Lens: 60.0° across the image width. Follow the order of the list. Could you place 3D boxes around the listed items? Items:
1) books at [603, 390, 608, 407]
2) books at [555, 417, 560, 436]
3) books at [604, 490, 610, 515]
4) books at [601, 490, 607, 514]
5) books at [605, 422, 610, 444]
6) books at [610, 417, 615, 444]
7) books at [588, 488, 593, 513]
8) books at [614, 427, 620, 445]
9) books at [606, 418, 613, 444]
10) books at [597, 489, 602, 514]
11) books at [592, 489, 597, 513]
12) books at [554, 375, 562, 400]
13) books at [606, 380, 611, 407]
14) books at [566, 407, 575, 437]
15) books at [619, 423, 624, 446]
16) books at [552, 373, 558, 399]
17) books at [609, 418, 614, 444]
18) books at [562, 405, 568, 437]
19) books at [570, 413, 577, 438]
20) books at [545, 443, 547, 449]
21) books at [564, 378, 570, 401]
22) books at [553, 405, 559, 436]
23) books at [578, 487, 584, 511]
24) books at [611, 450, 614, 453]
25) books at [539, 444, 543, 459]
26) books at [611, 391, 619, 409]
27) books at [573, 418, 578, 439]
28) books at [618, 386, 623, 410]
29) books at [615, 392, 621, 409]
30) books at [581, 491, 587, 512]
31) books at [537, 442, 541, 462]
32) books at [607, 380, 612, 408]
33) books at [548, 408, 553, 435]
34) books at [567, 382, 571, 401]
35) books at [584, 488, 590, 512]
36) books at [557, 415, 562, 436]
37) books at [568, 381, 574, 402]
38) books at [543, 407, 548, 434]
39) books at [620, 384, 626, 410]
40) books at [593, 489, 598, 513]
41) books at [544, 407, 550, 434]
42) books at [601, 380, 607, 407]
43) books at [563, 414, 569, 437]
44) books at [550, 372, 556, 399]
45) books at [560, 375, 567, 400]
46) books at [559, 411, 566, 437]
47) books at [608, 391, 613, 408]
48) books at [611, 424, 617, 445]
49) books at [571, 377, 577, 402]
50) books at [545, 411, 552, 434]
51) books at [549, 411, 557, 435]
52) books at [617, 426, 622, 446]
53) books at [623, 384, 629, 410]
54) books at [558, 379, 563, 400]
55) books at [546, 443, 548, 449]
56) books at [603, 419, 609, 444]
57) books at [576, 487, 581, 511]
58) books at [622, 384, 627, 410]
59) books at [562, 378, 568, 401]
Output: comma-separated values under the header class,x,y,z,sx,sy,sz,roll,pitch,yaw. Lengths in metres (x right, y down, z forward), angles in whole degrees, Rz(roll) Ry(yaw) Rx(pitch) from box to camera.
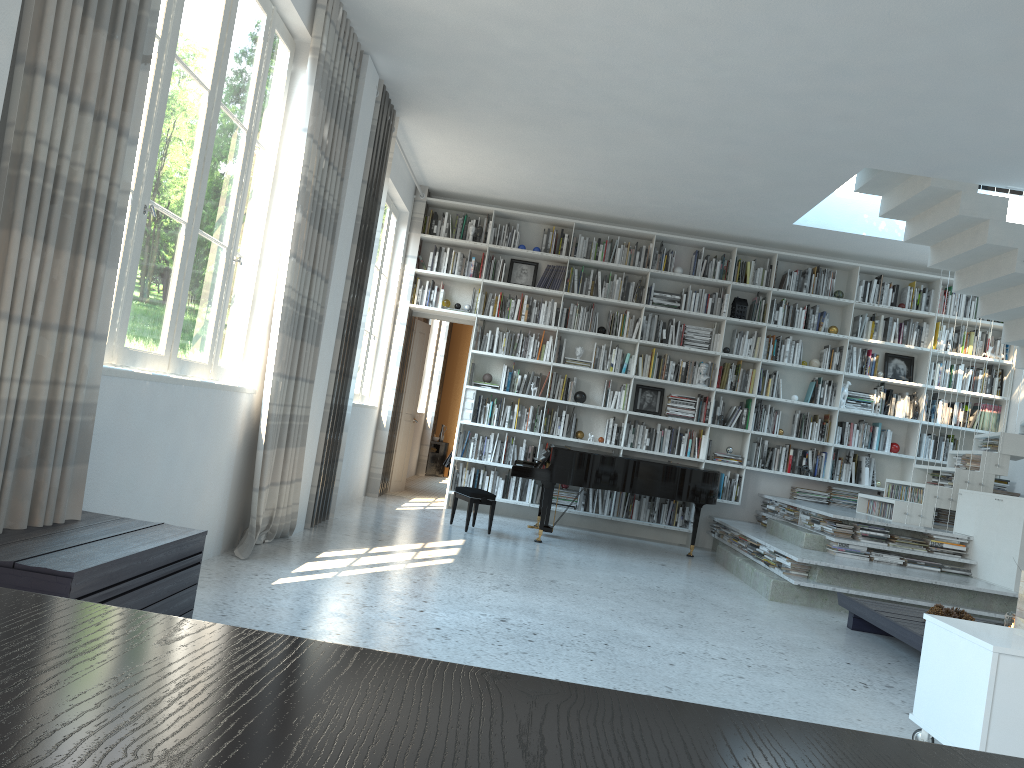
class,x,y,z,sx,sy,sz,roll,pitch,yaw
books,0.968,0.156,9.232,0.025,0.186,0.154,9,-2,2
books,0.470,0.442,9.234,0.024,0.196,0.157,9,-2,2
books,0.977,1.221,9.176,0.024,0.260,0.189,9,-2,2
books,0.954,1.219,9.208,0.025,0.259,0.132,9,-2,2
books,0.986,0.510,9.235,0.015,0.225,0.148,9,-2,2
books,1.042,0.485,9.227,0.014,0.290,0.132,9,-2,2
books,0.814,1.199,9.195,0.062,0.253,0.178,9,-2,2
books,1.085,0.541,9.235,0.031,0.194,0.142,9,-2,2
books,1.010,0.490,9.217,0.027,0.269,0.159,9,-2,2
books,0.906,1.202,9.196,0.073,0.275,0.181,9,-2,2
books,0.848,1.215,9.191,0.011,0.232,0.174,9,-2,2
books,0.478,0.039,9.248,0.036,0.263,0.166,9,-2,2
books,0.995,0.107,9.245,0.011,0.291,0.156,9,-2,2
books,0.605,0.396,9.227,0.050,0.328,0.166,9,-2,2
books,1.137,0.526,9.248,0.019,0.242,0.107,9,-2,2
books,0.448,0.028,9.256,0.026,0.275,0.154,9,-2,2
books,1.029,0.490,9.231,0.010,0.277,0.155,9,-2,2
books,0.547,0.383,9.252,0.013,0.339,0.138,9,-2,2
books,0.637,0.435,9.223,0.027,0.261,0.163,9,-2,2
books,0.336,0.755,9.229,0.010,0.282,0.149,9,-2,2
books,0.573,0.063,9.264,0.028,0.247,0.142,9,-2,2
books,0.460,0.381,9.231,0.014,0.313,0.166,9,-2,2
books,0.714,1.177,9.210,0.031,0.265,0.144,9,-2,2
books,1.025,0.844,9.203,0.013,0.320,0.173,9,-2,2
books,0.293,0.756,9.238,0.023,0.266,0.134,9,-2,2
books,1.061,0.169,9.229,0.057,0.188,0.156,9,-2,2
books,0.658,0.464,9.236,0.023,0.212,0.160,9,-2,2
books,1.123,0.150,9.223,0.012,0.244,0.171,9,-2,2
books,1.101,0.176,9.233,0.024,0.188,0.172,9,-2,2
books,0.738,1.212,9.195,0.029,0.202,0.178,9,-2,2
books,0.277,0.744,9.237,0.012,0.285,0.159,9,-2,2
books,1.006,0.105,9.241,0.012,0.298,0.166,9,-2,2
books,0.403,0.392,9.225,0.012,0.272,0.181,9,-2,2
books,0.589,0.084,9.243,0.011,0.208,0.180,9,-2,2
books,0.770,1.200,9.207,0.028,0.238,0.136,9,-2,2
books,0.494,0.436,9.229,0.021,0.215,0.172,9,-2,2
books,0.608,0.083,9.239,0.028,0.216,0.175,9,-2,2
books,0.348,0.383,9.248,0.013,0.275,0.147,9,-2,2
books,1.144,0.141,9.229,0.027,0.269,0.178,9,-2,2
books,0.863,1.195,9.184,0.012,0.274,0.180,9,-2,2
books,0.362,0.380,9.238,0.013,0.283,0.146,9,-2,2
books,0.958,0.104,9.239,0.012,0.285,0.159,9,-2,2
books,0.560,0.434,9.242,0.029,0.241,0.135,9,-2,2
books,0.424,0.019,9.252,0.025,0.284,0.145,9,-2,2
books,0.534,0.041,9.229,0.026,0.274,0.190,9,-2,2
books,0.522,0.413,9.227,0.027,0.269,0.185,9,-2,2
books,1.018,0.166,9.246,0.030,0.182,0.154,9,-2,2
books,1.057,0.522,9.217,0.029,0.221,0.153,9,-2,2
books,0.640,0.064,9.254,0.028,0.266,0.144,9,-2,2
books,0.379,0.405,9.233,0.030,0.239,0.157,9,-2,2
books,0.427,0.409,9.232,0.042,0.248,0.162,9,-2,2
books,1.112,0.542,9.221,0.024,0.201,0.158,9,-2,2
books,1.180,0.141,9.222,0.021,0.281,0.162,9,-2,2
books,0.505,0.061,9.250,0.025,0.228,0.153,9,-2,2
books,0.347,0.754,9.232,0.013,0.288,0.161,9,-2,2
books,0.975,0.493,9.228,0.012,0.254,0.161,9,-2,2
books,0.691,1.179,9.195,0.012,0.254,0.161,9,-2,2
books,1.164,0.139,9.220,0.011,0.279,0.187,9,-2,2
books,0.552,0.060,9.249,0.014,0.243,0.153,9,-2,2
